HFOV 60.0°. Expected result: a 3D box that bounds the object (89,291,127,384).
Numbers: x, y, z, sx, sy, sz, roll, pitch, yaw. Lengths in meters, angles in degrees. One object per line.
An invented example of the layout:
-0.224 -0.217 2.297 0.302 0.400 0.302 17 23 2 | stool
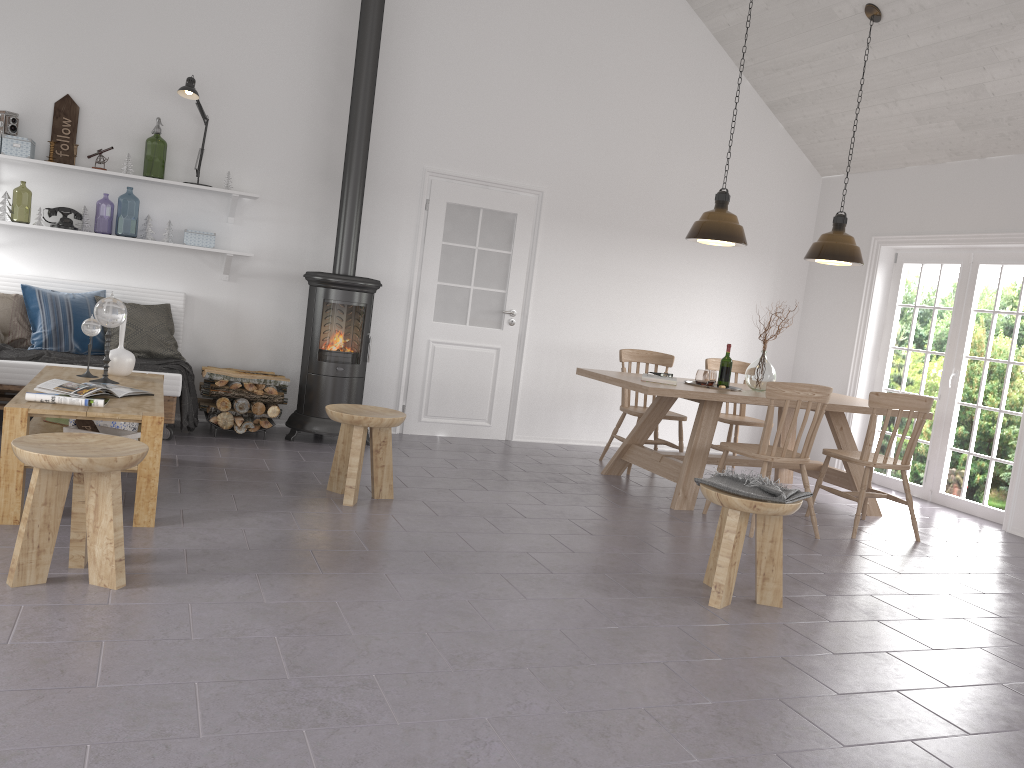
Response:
-2.055 -0.239 4.518 0.155 0.468 0.155 2 7 -43 | object

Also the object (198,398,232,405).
-1.958 0.159 6.351 0.569 0.078 0.115 5 6 -22 | object

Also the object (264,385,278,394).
-1.714 0.001 6.237 0.098 0.088 0.466 5 6 -21 | object

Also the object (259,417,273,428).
-1.762 0.247 6.257 0.096 0.060 0.467 5 6 -22 | object

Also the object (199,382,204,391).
-1.917 0.049 6.249 0.539 0.070 0.101 5 6 -21 | object

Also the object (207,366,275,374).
-1.920 -0.076 6.305 0.467 0.063 0.095 5 6 -22 | object

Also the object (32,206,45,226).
-3.054 -1.086 5.737 0.072 0.124 0.068 3 7 -38 | object

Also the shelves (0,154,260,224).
-2.649 -1.299 5.938 1.820 0.212 0.269 5 6 -22 | shelves

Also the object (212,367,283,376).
-1.881 -0.065 6.230 0.541 0.070 0.101 5 6 -21 | object

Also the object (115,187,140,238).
-2.581 -1.154 5.961 0.137 0.335 0.137 4 6 -33 | object

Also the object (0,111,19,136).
-3.234 -1.669 5.700 0.117 0.157 0.121 10 6 27 | object

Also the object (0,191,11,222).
-3.260 -1.146 5.709 0.113 0.195 0.107 6 6 -16 | object

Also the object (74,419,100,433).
-1.873 0.222 3.945 0.182 0.139 0.090 11 6 33 | object

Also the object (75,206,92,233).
-2.863 -1.107 5.931 0.127 0.176 0.007 6 6 -17 | object

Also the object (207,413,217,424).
-2.096 0.204 6.175 0.052 0.056 0.561 5 6 -22 | object

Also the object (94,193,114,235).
-2.718 -1.134 5.917 0.111 0.270 0.111 7 5 -4 | object

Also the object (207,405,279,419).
-1.844 0.196 6.081 0.468 0.069 0.095 5 6 -22 | object

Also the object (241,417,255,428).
-1.871 0.230 6.213 0.097 0.056 0.562 5 6 -23 | object

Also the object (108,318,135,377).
-2.126 -0.204 4.822 0.155 0.325 0.155 11 7 38 | object

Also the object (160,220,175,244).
-2.363 -1.052 6.099 0.088 0.161 0.093 6 6 -13 | object

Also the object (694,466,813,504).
1.044 0.446 3.881 0.462 0.120 0.348 11 7 38 | object

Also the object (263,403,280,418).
-1.716 0.135 6.277 0.118 0.142 0.520 5 6 -19 | object

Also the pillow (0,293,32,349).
-3.245 -0.392 5.587 0.521 0.381 0.366 5 6 -26 | pillow

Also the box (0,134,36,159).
-3.266 -1.528 5.704 0.332 0.131 0.242 5 6 -22 | box

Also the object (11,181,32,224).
-3.164 -1.173 5.724 0.111 0.270 0.111 7 5 -4 | object

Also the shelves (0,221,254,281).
-2.701 -0.894 5.976 1.820 0.212 0.269 5 6 -22 | shelves

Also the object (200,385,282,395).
-1.868 0.050 6.130 0.538 0.082 0.099 5 6 -23 | object

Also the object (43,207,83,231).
-2.962 -1.094 5.845 0.203 0.146 0.171 7 5 1 | object

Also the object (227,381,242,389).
-1.930 -0.019 6.152 0.098 0.060 0.467 5 6 -19 | object

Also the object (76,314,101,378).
-2.213 -0.202 4.651 0.109 0.329 0.109 11 7 36 | object

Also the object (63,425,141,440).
-1.814 0.253 3.927 0.281 0.102 0.155 8 6 11 | object

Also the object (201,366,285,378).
-1.851 -0.055 6.131 0.562 0.074 0.095 5 6 -22 | object

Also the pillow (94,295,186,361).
-2.473 -0.355 5.906 0.519 0.395 0.334 2 8 -44 | pillow

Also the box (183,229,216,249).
-2.178 -1.008 6.180 0.202 0.110 0.137 5 6 -22 | box

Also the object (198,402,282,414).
-1.913 0.171 6.255 0.562 0.063 0.095 5 6 -22 | object

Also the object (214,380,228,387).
-2.005 -0.027 6.115 0.098 0.061 0.467 5 6 -21 | object

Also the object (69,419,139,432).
-1.938 0.184 4.214 0.302 0.161 0.302 5 6 -26 | object

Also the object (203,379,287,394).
-1.874 0.015 6.241 0.562 0.057 0.097 5 6 -23 | object

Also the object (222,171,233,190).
-1.982 -1.418 6.192 0.073 0.142 0.072 8 5 10 | object

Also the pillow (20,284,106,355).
-2.858 -0.409 5.727 0.526 0.428 0.311 2 7 -44 | pillow

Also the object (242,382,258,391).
-1.847 -0.013 6.186 0.096 0.068 0.467 5 6 -23 | object

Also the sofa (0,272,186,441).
-2.785 -0.081 4.664 2.017 0.932 2.855 5 6 -22 | sofa

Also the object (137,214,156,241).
-2.495 -1.075 6.077 0.097 0.178 0.103 10 6 30 | object

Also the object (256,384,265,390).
-1.775 -0.004 6.202 0.044 0.034 0.425 5 6 -23 | object

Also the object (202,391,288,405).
-1.838 0.092 6.116 0.562 0.063 0.095 5 6 -22 | object
